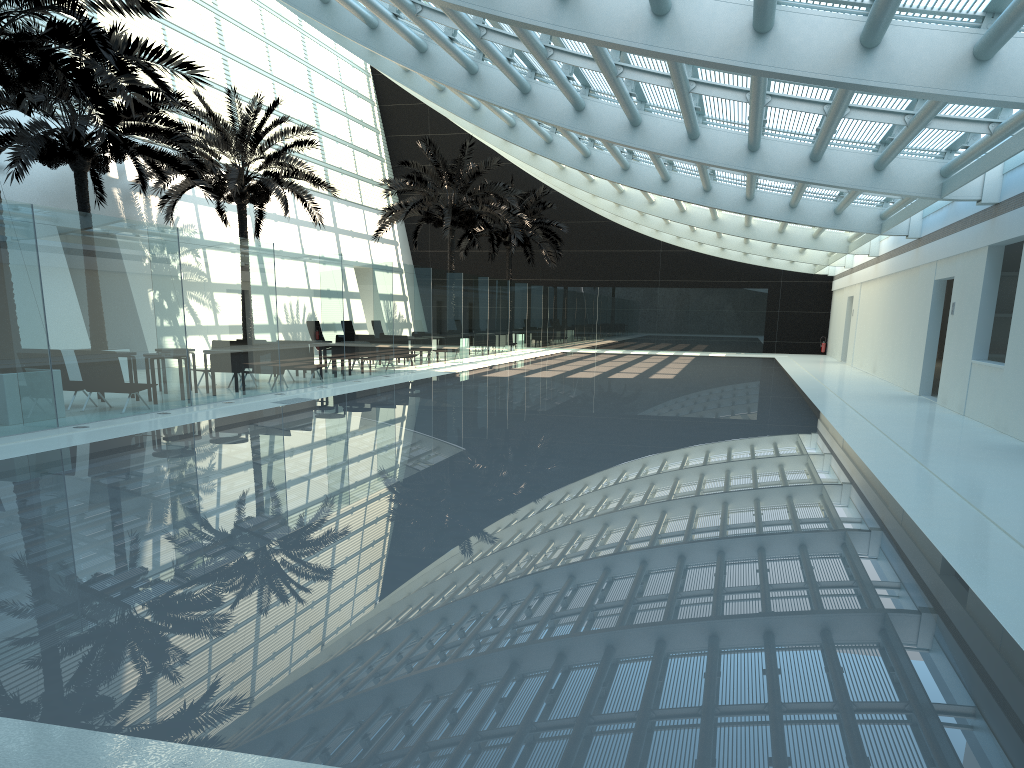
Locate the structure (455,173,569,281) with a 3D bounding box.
[{"bbox_3d":[0.061,-5.003,36.551,4.457,7.255,4.643,-1,12,-7],"label":"structure"}]

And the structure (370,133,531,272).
[{"bbox_3d":[-1.982,-4.417,28.864,4.818,7.257,4.293,2,12,7],"label":"structure"}]

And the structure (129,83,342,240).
[{"bbox_3d":[-7.078,-3.937,22.651,4.570,7.126,4.196,-9,16,-41],"label":"structure"}]

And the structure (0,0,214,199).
[{"bbox_3d":[-6.719,-3.037,10.780,4.764,7.256,4.343,8,14,32],"label":"structure"}]

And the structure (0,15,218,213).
[{"bbox_3d":[-8.366,-3.466,16.943,4.642,7.064,4.129,-1,12,-7],"label":"structure"}]
